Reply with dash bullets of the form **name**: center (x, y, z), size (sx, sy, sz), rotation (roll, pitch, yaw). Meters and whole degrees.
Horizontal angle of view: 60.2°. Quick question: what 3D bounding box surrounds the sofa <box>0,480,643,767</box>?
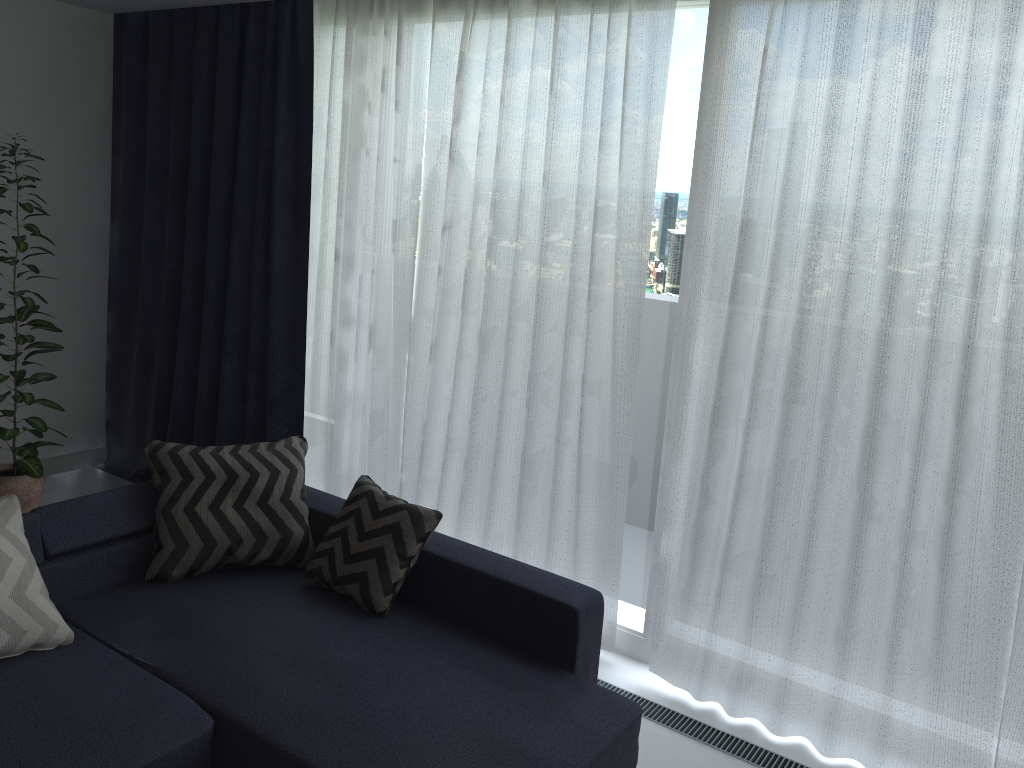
- **sofa**: center (-1.085, 0.911, 2.062), size (1.913, 0.601, 2.890), rotation (12, 14, 33)

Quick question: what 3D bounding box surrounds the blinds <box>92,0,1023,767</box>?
- **blinds**: center (-0.971, 0.052, 0.983), size (7.196, 2.740, 5.828), rotation (13, 14, 37)

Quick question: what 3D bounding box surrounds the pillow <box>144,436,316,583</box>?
- **pillow**: center (-1.033, 0.486, 3.255), size (0.597, 0.512, 0.360), rotation (0, 10, -26)

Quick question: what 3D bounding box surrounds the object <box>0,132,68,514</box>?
- **object**: center (-2.339, -0.253, 4.160), size (0.503, 1.824, 0.488), rotation (5, 7, 2)

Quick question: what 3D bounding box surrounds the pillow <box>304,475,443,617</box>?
- **pillow**: center (-0.492, 0.557, 3.080), size (0.418, 0.341, 0.287), rotation (12, 12, 38)

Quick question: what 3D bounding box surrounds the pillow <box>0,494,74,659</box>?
- **pillow**: center (-1.555, 0.583, 2.486), size (0.345, 0.383, 0.498), rotation (11, 11, 33)
